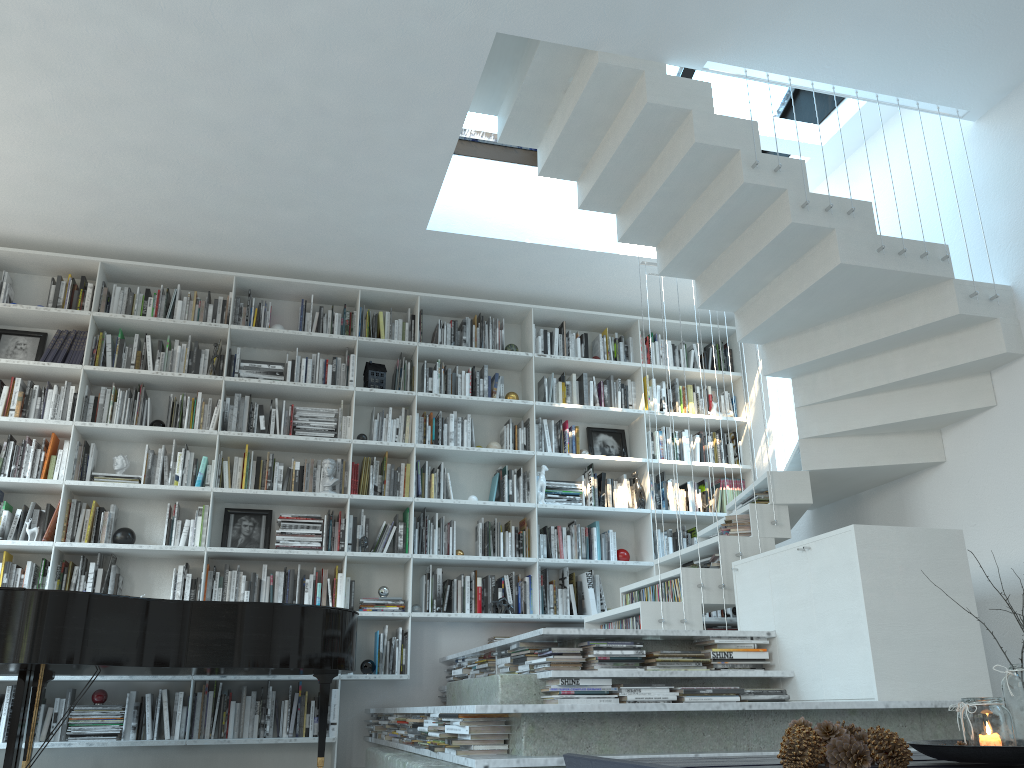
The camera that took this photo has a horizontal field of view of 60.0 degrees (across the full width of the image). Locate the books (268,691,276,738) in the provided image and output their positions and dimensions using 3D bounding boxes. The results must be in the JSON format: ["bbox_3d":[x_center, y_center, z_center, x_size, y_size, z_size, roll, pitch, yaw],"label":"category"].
[{"bbox_3d":[-1.451,1.995,5.356,0.024,0.261,0.132,5,-20,-15],"label":"books"}]

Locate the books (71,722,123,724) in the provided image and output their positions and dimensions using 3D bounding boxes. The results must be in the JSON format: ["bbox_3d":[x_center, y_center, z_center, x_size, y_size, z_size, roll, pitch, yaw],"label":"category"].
[{"bbox_3d":[-2.382,1.952,5.102,0.254,0.007,0.161,4,-21,-14],"label":"books"}]

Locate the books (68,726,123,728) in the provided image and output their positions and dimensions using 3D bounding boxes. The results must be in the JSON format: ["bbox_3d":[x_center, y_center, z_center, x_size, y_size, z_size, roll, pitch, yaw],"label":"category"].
[{"bbox_3d":[-2.380,1.969,5.089,0.285,0.007,0.160,6,-21,-18],"label":"books"}]

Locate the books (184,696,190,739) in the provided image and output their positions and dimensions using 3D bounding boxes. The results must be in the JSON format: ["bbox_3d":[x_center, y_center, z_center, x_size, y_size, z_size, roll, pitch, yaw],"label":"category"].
[{"bbox_3d":[-1.911,1.971,5.243,0.021,0.236,0.116,5,-20,-15],"label":"books"}]

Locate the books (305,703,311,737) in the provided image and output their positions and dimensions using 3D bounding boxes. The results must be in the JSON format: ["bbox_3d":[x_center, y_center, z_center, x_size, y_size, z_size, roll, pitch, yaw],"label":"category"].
[{"bbox_3d":[-1.246,2.044,5.393,0.024,0.190,0.155,5,-21,-15],"label":"books"}]

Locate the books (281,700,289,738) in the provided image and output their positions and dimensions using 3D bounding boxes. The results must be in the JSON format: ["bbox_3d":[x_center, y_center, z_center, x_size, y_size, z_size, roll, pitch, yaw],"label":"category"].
[{"bbox_3d":[-1.371,2.019,5.350,0.029,0.209,0.171,5,-21,-15],"label":"books"}]

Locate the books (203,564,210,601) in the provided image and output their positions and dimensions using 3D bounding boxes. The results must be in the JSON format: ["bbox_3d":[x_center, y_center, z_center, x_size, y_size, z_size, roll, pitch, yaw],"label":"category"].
[{"bbox_3d":[-1.893,1.270,5.493,0.012,0.284,0.160,5,-20,-15],"label":"books"}]

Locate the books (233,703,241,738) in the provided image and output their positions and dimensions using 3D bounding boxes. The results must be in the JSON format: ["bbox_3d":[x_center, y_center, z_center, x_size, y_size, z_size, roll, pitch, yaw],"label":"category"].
[{"bbox_3d":[-1.645,2.013,5.305,0.030,0.196,0.143,5,-20,-15],"label":"books"}]

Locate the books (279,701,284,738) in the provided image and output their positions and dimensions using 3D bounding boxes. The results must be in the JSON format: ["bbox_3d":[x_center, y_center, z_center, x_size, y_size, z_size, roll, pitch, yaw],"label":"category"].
[{"bbox_3d":[-1.389,2.018,5.340,0.010,0.205,0.180,5,-21,-15],"label":"books"}]

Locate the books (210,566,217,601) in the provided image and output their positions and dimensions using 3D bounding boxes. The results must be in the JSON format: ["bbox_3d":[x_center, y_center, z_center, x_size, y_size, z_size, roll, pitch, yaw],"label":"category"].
[{"bbox_3d":[-1.851,1.275,5.492,0.011,0.274,0.146,5,-20,-15],"label":"books"}]

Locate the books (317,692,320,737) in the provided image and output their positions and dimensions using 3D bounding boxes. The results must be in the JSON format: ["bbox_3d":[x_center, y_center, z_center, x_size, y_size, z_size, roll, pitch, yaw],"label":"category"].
[{"bbox_3d":[-1.179,2.016,5.415,0.013,0.255,0.177,5,-20,-15],"label":"books"}]

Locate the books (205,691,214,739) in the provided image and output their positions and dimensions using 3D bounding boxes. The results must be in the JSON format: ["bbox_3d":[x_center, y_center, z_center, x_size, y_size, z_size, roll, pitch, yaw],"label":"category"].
[{"bbox_3d":[-1.796,1.966,5.269,0.025,0.262,0.145,5,-20,-15],"label":"books"}]

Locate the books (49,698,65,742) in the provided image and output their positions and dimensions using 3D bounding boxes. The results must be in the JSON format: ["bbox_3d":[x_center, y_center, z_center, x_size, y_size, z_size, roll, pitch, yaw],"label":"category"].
[{"bbox_3d":[-2.588,1.910,5.047,0.023,0.230,0.165,5,-20,-15],"label":"books"}]

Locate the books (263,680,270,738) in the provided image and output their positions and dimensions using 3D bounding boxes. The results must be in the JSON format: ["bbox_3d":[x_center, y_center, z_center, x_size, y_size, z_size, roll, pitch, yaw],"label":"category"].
[{"bbox_3d":[-1.478,1.952,5.345,0.014,0.334,0.183,5,-20,-15],"label":"books"}]

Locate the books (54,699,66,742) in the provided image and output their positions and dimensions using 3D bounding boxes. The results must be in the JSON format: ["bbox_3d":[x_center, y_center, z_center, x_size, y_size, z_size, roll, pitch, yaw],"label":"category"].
[{"bbox_3d":[-2.567,1.917,5.061,0.027,0.226,0.140,5,-20,-15],"label":"books"}]

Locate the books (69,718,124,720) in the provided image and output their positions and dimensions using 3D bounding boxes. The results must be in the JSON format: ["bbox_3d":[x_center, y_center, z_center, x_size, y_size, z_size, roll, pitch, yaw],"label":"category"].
[{"bbox_3d":[-2.384,1.927,5.108,0.285,0.005,0.160,6,-21,-16],"label":"books"}]

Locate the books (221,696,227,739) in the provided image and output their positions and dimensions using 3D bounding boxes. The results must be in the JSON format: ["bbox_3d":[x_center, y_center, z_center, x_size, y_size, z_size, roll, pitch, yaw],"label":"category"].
[{"bbox_3d":[-1.712,1.984,5.285,0.012,0.238,0.129,5,-20,-15],"label":"books"}]

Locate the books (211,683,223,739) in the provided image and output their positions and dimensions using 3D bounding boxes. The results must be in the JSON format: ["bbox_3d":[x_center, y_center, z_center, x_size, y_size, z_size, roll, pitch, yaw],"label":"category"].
[{"bbox_3d":[-1.754,1.944,5.279,0.034,0.310,0.170,5,-20,-15],"label":"books"}]

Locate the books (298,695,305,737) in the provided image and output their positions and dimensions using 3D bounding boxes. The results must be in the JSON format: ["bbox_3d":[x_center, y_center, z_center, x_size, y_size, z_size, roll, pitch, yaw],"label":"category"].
[{"bbox_3d":[-1.283,2.020,5.396,0.028,0.238,0.140,5,-20,-15],"label":"books"}]

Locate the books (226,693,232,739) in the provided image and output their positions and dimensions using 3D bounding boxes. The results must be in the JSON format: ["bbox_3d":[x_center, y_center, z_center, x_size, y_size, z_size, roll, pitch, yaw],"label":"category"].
[{"bbox_3d":[-1.690,1.980,5.298,0.012,0.254,0.151,5,-20,-15],"label":"books"}]

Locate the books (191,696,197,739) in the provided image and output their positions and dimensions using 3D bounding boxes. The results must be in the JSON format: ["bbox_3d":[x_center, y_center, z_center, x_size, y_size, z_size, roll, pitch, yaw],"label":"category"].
[{"bbox_3d":[-1.875,1.973,5.248,0.010,0.237,0.134,5,-20,-15],"label":"books"}]

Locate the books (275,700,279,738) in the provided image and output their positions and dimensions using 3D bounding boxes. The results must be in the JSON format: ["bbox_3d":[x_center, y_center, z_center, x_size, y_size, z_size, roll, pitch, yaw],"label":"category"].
[{"bbox_3d":[-1.422,2.024,5.364,0.040,0.211,0.129,5,-20,-15],"label":"books"}]

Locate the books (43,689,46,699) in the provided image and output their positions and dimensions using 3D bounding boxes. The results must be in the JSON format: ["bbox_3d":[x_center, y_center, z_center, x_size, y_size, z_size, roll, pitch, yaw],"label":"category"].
[{"bbox_3d":[-2.695,1.880,5.039,0.012,0.284,0.160,5,-20,-15],"label":"books"}]

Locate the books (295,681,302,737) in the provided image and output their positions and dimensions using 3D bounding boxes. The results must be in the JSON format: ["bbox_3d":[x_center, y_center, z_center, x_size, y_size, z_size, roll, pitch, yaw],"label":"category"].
[{"bbox_3d":[-1.297,1.974,5.383,0.013,0.316,0.187,5,-20,-15],"label":"books"}]

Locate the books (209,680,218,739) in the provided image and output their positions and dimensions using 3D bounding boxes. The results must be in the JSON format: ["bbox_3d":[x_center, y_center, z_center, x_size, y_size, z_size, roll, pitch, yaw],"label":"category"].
[{"bbox_3d":[-1.776,1.929,5.277,0.012,0.336,0.144,5,-20,-15],"label":"books"}]

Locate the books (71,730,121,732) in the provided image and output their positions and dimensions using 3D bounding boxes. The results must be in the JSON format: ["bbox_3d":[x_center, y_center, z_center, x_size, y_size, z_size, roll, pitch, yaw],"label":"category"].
[{"bbox_3d":[-2.379,1.989,5.082,0.254,0.007,0.161,6,-21,-18],"label":"books"}]

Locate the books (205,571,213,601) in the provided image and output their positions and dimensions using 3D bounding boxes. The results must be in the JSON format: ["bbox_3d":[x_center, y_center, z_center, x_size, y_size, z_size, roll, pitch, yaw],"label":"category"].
[{"bbox_3d":[-1.873,1.291,5.489,0.029,0.243,0.154,5,-20,-15],"label":"books"}]

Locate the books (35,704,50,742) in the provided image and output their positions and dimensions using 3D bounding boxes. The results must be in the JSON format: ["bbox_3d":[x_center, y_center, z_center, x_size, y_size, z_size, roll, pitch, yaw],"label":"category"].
[{"bbox_3d":[-2.665,1.923,5.031,0.025,0.197,0.161,5,-21,-15],"label":"books"}]

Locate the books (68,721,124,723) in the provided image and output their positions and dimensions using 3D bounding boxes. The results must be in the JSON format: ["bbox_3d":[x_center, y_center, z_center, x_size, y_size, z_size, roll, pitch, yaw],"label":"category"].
[{"bbox_3d":[-2.382,1.946,5.104,0.285,0.007,0.160,4,-21,-14],"label":"books"}]

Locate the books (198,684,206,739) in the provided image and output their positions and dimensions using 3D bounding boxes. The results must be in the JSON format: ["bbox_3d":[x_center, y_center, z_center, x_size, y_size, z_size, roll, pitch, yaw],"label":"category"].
[{"bbox_3d":[-1.832,1.938,5.247,0.014,0.299,0.185,5,-20,-15],"label":"books"}]

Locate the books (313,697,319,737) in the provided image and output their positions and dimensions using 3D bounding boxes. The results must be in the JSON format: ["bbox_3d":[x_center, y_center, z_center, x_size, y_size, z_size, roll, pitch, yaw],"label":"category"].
[{"bbox_3d":[-1.200,2.031,5.413,0.028,0.227,0.162,5,-20,-15],"label":"books"}]

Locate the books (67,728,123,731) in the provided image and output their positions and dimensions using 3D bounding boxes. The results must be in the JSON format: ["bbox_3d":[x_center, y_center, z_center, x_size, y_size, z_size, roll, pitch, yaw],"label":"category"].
[{"bbox_3d":[-2.380,1.984,5.089,0.285,0.007,0.160,4,-21,-13],"label":"books"}]

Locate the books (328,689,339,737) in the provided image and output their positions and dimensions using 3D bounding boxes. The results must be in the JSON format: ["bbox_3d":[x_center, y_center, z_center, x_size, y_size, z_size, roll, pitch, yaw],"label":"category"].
[{"bbox_3d":[-1.088,1.996,5.380,0.038,0.268,0.278,5,-21,-15],"label":"books"}]

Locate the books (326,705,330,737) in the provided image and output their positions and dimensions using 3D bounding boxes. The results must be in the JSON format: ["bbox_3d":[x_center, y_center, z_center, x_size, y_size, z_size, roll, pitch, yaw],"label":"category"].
[{"bbox_3d":[-1.135,2.057,5.420,0.023,0.181,0.149,5,-21,-15],"label":"books"}]

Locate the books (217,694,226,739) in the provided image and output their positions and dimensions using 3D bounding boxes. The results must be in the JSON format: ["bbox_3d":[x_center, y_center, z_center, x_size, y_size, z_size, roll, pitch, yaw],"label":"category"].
[{"bbox_3d":[-1.730,1.980,5.285,0.022,0.246,0.144,5,-20,-15],"label":"books"}]

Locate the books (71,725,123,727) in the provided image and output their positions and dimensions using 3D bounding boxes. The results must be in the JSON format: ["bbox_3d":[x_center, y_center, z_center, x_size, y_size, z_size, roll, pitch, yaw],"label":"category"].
[{"bbox_3d":[-2.382,1.965,5.097,0.254,0.007,0.161,4,-21,-14],"label":"books"}]

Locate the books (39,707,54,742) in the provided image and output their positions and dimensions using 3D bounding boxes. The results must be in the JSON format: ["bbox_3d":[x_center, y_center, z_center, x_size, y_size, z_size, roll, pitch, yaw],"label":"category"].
[{"bbox_3d":[-2.626,1.930,5.032,0.053,0.183,0.148,5,-21,-15],"label":"books"}]

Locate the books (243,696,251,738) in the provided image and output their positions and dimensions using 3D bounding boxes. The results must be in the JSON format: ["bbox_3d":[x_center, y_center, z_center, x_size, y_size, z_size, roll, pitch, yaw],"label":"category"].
[{"bbox_3d":[-1.589,1.997,5.318,0.030,0.234,0.138,5,-20,-15],"label":"books"}]

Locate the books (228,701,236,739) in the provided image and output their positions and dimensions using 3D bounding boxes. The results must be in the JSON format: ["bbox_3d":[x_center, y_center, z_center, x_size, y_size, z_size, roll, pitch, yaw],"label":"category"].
[{"bbox_3d":[-1.664,1.996,5.273,0.028,0.205,0.175,5,-21,-15],"label":"books"}]

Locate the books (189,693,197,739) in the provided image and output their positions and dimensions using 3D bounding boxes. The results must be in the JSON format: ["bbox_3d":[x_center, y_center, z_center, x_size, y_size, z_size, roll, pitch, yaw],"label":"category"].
[{"bbox_3d":[-1.885,1.963,5.245,0.012,0.253,0.161,5,-20,-15],"label":"books"}]

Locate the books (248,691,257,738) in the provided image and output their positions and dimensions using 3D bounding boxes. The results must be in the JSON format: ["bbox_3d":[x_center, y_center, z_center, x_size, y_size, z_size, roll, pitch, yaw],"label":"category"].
[{"bbox_3d":[-1.560,1.987,5.329,0.028,0.260,0.133,5,-20,-15],"label":"books"}]

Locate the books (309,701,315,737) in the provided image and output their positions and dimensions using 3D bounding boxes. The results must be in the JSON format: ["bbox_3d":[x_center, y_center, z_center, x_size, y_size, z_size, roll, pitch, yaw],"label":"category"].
[{"bbox_3d":[-1.221,2.036,5.392,0.022,0.204,0.192,5,-21,-15],"label":"books"}]

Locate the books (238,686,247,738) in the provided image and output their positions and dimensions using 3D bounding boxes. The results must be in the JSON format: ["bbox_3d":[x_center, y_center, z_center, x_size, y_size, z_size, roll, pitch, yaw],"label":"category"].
[{"bbox_3d":[-1.615,1.966,5.318,0.026,0.293,0.155,5,-20,-15],"label":"books"}]

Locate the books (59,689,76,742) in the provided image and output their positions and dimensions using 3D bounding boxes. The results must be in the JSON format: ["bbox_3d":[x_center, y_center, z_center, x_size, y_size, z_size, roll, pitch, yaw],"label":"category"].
[{"bbox_3d":[-2.541,1.894,5.077,0.027,0.281,0.130,5,-20,-15],"label":"books"}]

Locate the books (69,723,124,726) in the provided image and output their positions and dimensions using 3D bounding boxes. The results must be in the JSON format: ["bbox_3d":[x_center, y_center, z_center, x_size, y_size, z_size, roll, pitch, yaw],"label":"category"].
[{"bbox_3d":[-2.379,1.956,5.091,0.285,0.007,0.160,7,-21,-19],"label":"books"}]

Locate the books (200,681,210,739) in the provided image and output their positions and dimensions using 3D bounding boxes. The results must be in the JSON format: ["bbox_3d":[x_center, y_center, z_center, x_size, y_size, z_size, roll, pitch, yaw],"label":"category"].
[{"bbox_3d":[-1.824,1.927,5.273,0.014,0.338,0.140,5,-20,-15],"label":"books"}]

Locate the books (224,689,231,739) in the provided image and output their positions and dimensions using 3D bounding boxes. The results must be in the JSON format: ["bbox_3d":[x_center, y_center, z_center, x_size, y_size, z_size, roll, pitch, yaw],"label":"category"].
[{"bbox_3d":[-1.702,1.969,5.298,0.012,0.275,0.155,5,-20,-15],"label":"books"}]

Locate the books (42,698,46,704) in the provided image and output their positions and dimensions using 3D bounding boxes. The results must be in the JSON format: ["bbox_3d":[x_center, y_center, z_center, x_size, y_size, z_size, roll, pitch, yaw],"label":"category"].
[{"bbox_3d":[-2.684,1.908,5.036,0.012,0.229,0.138,5,-20,-15],"label":"books"}]

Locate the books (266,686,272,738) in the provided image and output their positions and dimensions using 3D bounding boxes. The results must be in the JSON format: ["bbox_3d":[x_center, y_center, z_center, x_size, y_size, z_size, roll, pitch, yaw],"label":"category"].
[{"bbox_3d":[-1.465,1.976,5.341,0.014,0.287,0.185,5,-20,-15],"label":"books"}]

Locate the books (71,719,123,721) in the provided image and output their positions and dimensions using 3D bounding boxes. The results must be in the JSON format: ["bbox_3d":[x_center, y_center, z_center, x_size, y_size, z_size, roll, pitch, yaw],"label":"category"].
[{"bbox_3d":[-2.385,1.934,5.110,0.254,0.005,0.161,5,-21,-15],"label":"books"}]

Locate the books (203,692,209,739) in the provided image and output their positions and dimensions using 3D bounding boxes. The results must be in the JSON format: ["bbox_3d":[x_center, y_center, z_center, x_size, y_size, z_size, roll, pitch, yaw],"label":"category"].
[{"bbox_3d":[-1.815,1.970,5.273,0.010,0.258,0.131,5,-20,-15],"label":"books"}]

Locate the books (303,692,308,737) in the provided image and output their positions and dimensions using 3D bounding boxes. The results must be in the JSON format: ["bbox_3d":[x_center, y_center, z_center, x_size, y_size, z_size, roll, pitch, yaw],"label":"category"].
[{"bbox_3d":[-1.260,2.007,5.391,0.011,0.257,0.172,5,-20,-15],"label":"books"}]

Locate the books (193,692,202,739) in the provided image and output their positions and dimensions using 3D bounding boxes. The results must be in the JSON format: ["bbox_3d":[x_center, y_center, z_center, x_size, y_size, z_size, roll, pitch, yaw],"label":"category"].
[{"bbox_3d":[-1.851,1.958,5.234,0.026,0.255,0.184,5,-20,-15],"label":"books"}]

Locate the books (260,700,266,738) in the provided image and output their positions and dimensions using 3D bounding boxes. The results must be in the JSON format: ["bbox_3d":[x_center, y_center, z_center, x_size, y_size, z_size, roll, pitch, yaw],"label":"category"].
[{"bbox_3d":[-1.497,2.011,5.328,0.022,0.212,0.167,5,-20,-15],"label":"books"}]

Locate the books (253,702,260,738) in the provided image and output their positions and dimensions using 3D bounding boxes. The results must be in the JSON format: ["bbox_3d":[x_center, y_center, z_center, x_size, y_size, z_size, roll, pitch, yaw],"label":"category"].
[{"bbox_3d":[-1.534,2.015,5.325,0.024,0.202,0.145,5,-20,-15],"label":"books"}]

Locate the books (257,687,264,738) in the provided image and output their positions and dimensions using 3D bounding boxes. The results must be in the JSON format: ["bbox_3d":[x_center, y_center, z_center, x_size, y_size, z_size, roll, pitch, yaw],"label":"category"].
[{"bbox_3d":[-1.513,1.974,5.331,0.013,0.284,0.185,5,-20,-15],"label":"books"}]

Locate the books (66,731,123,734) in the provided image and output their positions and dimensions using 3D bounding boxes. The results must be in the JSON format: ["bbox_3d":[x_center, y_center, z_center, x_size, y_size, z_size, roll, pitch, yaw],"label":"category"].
[{"bbox_3d":[-2.378,1.995,5.077,0.285,0.007,0.160,3,-20,-10],"label":"books"}]

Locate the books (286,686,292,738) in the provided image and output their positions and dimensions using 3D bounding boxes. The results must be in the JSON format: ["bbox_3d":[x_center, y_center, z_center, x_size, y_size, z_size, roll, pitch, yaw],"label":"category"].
[{"bbox_3d":[-1.353,1.982,5.370,0.011,0.291,0.184,5,-20,-15],"label":"books"}]

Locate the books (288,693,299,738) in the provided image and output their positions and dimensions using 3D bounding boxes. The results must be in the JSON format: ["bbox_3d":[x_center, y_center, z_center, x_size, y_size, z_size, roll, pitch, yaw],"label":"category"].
[{"bbox_3d":[-1.323,2.001,5.361,0.044,0.250,0.187,5,-20,-15],"label":"books"}]
